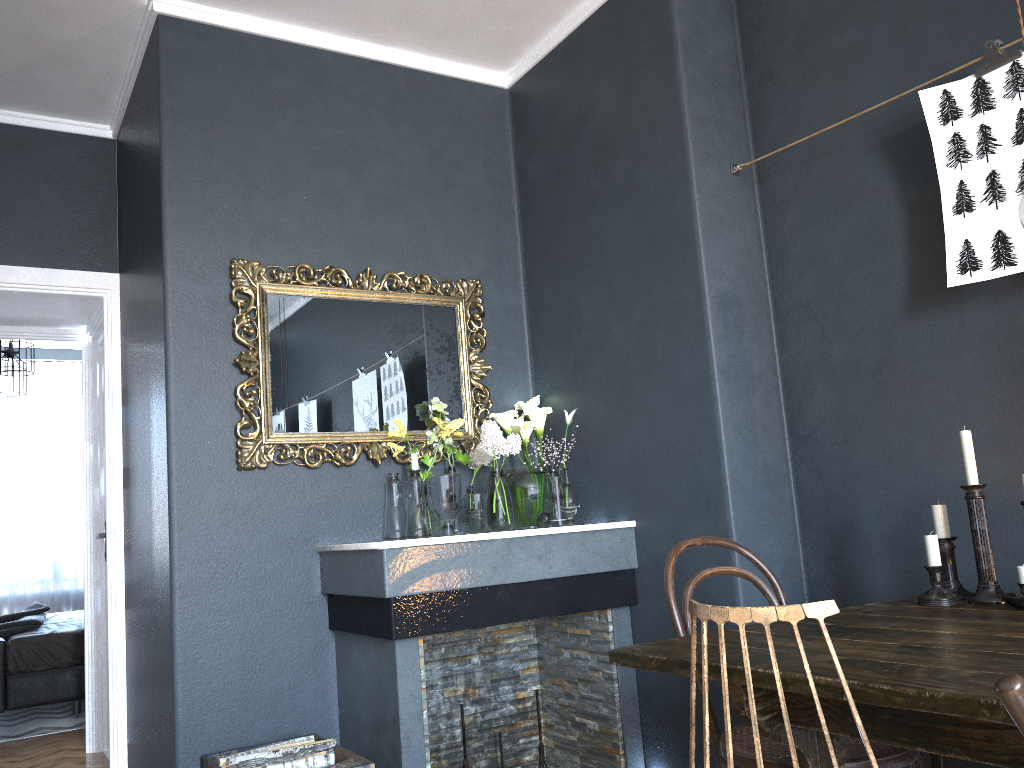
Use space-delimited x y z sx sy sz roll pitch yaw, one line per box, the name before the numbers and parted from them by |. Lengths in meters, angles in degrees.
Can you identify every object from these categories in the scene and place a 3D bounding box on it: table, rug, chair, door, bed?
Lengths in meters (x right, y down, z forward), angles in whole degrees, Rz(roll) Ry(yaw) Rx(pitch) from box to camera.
table | 0.950 1.170 2.513 0.364 0.317 0.370 1 -10 -31
rug | -3.002 2.212 6.126 1.458 0.013 2.049 1 -10 -31
table | 1.114 0.769 1.380 1.126 0.726 1.608 1 -10 -31
chair | 0.779 0.656 0.795 0.467 0.818 0.363 1 -10 -32
door | -1.945 0.746 4.392 0.162 2.182 0.858 0 -10 -31
bed | -2.625 1.654 6.501 2.375 1.159 2.270 1 -10 -31
chair | 0.491 0.757 1.377 0.456 0.854 0.384 -12 -11 43
chair | 0.677 0.820 2.105 0.438 0.918 0.550 0 -9 -29

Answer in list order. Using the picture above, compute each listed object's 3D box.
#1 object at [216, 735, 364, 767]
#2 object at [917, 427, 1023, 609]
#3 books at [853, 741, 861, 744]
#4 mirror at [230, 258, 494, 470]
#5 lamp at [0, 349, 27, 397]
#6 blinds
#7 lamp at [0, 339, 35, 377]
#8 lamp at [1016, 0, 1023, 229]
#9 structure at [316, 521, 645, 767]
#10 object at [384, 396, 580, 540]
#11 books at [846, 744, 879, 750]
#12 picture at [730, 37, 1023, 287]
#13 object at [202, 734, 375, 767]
object | -0.699 1.253 2.752 0.370 0.246 0.534 1 -10 -31
object | 1.099 0.307 2.107 0.223 0.418 0.369 0 -10 -30
books | 0.914 0.992 2.546 0.207 0.024 0.263 -6 -9 11
mirror | -0.546 -0.072 3.439 1.057 0.782 0.067 1 -10 -31
lamp | -3.819 -0.286 6.749 0.210 0.745 0.210 -2 -9 -18
blinds | -4.431 1.158 7.719 3.993 2.782 0.313 1 -10 -31
lamp | -3.311 -0.446 5.916 0.210 0.768 0.210 -2 -9 -18
lamp | 0.372 -1.030 1.491 1.590 1.571 0.584 -4 -8 0
structure | -0.054 1.013 3.094 1.065 0.979 0.836 1 -10 -31
object | -0.099 0.290 3.395 0.727 0.545 0.475 0 -10 -28
books | 0.931 1.010 2.551 0.219 0.013 0.273 -7 -9 15
picture | 1.937 -0.772 1.155 0.058 0.769 4.467 0 -10 -31
object | -0.697 1.328 2.739 0.383 0.325 0.554 1 -10 -31
